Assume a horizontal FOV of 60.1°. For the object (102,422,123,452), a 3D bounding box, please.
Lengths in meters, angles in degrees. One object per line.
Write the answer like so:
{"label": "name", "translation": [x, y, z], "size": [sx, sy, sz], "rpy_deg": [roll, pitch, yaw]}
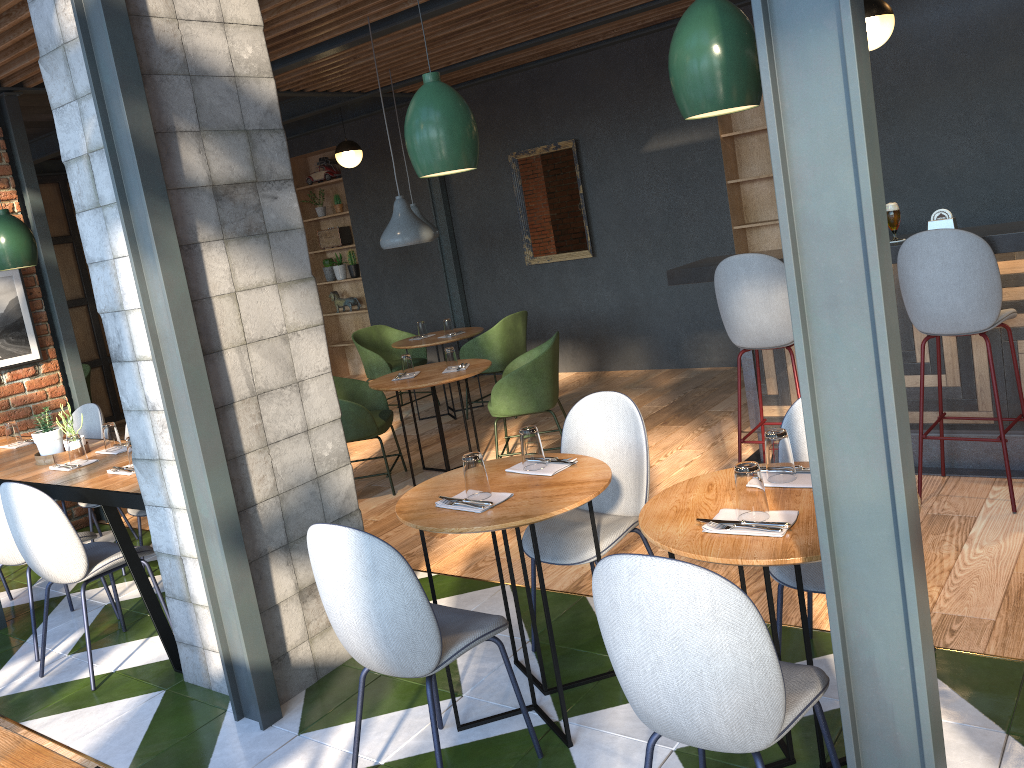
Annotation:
{"label": "object", "translation": [-2.026, 0.266, 4.476], "size": [0.080, 0.137, 0.081], "rpy_deg": [-10, 9, 1]}

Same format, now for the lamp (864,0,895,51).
{"label": "lamp", "translation": [1.570, -3.595, 4.410], "size": [0.268, 3.769, 0.270], "rpy_deg": [-3, 10, 40]}

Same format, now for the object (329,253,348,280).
{"label": "object", "translation": [-2.045, -1.395, 10.479], "size": [0.232, 0.327, 0.215], "rpy_deg": [-1, 12, 43]}

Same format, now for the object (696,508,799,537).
{"label": "object", "translation": [0.581, 0.336, 2.202], "size": [0.242, 0.019, 0.159], "rpy_deg": [-2, 13, 34]}

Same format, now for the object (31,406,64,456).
{"label": "object", "translation": [-2.380, 0.249, 4.538], "size": [0.145, 0.275, 0.147], "rpy_deg": [-7, 9, 19]}

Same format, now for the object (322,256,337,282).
{"label": "object", "translation": [-2.191, -1.384, 10.641], "size": [0.189, 0.293, 0.174], "rpy_deg": [-8, 9, 12]}

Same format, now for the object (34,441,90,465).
{"label": "object", "translation": [-2.308, 0.354, 4.549], "size": [0.253, 0.046, 0.253], "rpy_deg": [-8, 11, 12]}

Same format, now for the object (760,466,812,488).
{"label": "object", "translation": [0.778, 0.253, 2.464], "size": [0.242, 0.019, 0.159], "rpy_deg": [-2, 13, 34]}

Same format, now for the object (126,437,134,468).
{"label": "object", "translation": [-1.688, 0.302, 3.978], "size": [0.080, 0.137, 0.081], "rpy_deg": [-10, 9, 1]}

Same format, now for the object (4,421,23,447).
{"label": "object", "translation": [-2.909, 0.287, 5.160], "size": [0.080, 0.137, 0.081], "rpy_deg": [-8, 9, 11]}

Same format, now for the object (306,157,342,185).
{"label": "object", "translation": [-2.202, -2.493, 10.335], "size": [0.516, 0.283, 0.206], "rpy_deg": [-2, 12, 38]}

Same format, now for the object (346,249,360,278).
{"label": "object", "translation": [-1.856, -1.411, 10.333], "size": [0.144, 0.347, 0.144], "rpy_deg": [-15, 10, -34]}

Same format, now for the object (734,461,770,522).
{"label": "object", "translation": [0.593, 0.266, 2.206], "size": [0.081, 0.137, 0.080], "rpy_deg": [-17, 12, -42]}

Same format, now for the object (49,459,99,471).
{"label": "object", "translation": [-2.131, 0.385, 4.296], "size": [0.242, 0.019, 0.159], "rpy_deg": [-1, 13, 38]}

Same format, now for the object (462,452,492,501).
{"label": "object", "translation": [-0.113, 0.284, 2.748], "size": [0.080, 0.137, 0.081], "rpy_deg": [-7, 9, 16]}

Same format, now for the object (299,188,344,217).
{"label": "object", "translation": [-2.224, -2.136, 10.404], "size": [0.536, 0.327, 0.175], "rpy_deg": [-7, 9, 17]}

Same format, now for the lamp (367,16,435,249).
{"label": "lamp", "translation": [-1.036, -3.065, 5.359], "size": [0.354, 4.461, 0.354], "rpy_deg": [-12, 8, -16]}

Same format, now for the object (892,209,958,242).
{"label": "object", "translation": [2.396, -0.753, 3.762], "size": [1.508, 0.105, 0.324], "rpy_deg": [0, 14, 41]}

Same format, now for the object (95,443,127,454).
{"label": "object", "translation": [-1.985, 0.324, 4.491], "size": [0.242, 0.019, 0.159], "rpy_deg": [-1, 13, 38]}

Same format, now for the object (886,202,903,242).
{"label": "object", "translation": [1.780, -0.758, 4.134], "size": [0.070, 0.177, 0.071], "rpy_deg": [-2, 11, 41]}

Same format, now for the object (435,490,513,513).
{"label": "object", "translation": [-0.126, 0.354, 2.749], "size": [0.242, 0.019, 0.159], "rpy_deg": [0, 14, 42]}

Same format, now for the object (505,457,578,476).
{"label": "object", "translation": [0.107, 0.271, 2.978], "size": [0.242, 0.019, 0.159], "rpy_deg": [0, 14, 42]}

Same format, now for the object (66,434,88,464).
{"label": "object", "translation": [-2.111, 0.315, 4.292], "size": [0.080, 0.137, 0.080], "rpy_deg": [-14, 10, -28]}

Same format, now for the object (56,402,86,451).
{"label": "object", "translation": [-2.256, 0.228, 4.521], "size": [0.127, 0.280, 0.116], "rpy_deg": [-4, 10, 33]}

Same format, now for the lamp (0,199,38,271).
{"label": "lamp", "translation": [-2.669, -1.565, 4.338], "size": [0.223, 2.009, 0.225], "rpy_deg": [-3, 11, 41]}

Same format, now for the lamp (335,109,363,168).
{"label": "lamp", "translation": [-1.905, -3.979, 8.507], "size": [0.268, 3.769, 0.270], "rpy_deg": [-8, 8, 10]}

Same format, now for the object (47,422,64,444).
{"label": "object", "translation": [-2.486, 0.281, 4.810], "size": [0.080, 0.137, 0.081], "rpy_deg": [-8, 9, 11]}

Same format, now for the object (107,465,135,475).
{"label": "object", "translation": [-1.707, 0.372, 3.981], "size": [0.242, 0.019, 0.159], "rpy_deg": [-1, 13, 38]}

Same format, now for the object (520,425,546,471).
{"label": "object", "translation": [0.065, 0.213, 2.966], "size": [0.080, 0.137, 0.081], "rpy_deg": [-9, 9, 6]}

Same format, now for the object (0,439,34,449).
{"label": "object", "translation": [-2.867, 0.345, 5.175], "size": [0.242, 0.019, 0.159], "rpy_deg": [-1, 13, 38]}

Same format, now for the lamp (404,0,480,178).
{"label": "lamp", "translation": [-0.363, -1.624, 2.564], "size": [0.223, 2.009, 0.225], "rpy_deg": [-3, 11, 41]}

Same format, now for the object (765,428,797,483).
{"label": "object", "translation": [0.737, 0.196, 2.448], "size": [0.080, 0.137, 0.080], "rpy_deg": [-12, 9, -12]}

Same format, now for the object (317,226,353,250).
{"label": "object", "translation": [-2.098, -1.735, 10.485], "size": [0.340, 0.239, 0.200], "rpy_deg": [-3, 11, 33]}

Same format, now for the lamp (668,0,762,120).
{"label": "lamp", "translation": [0.343, -1.642, 2.022], "size": [0.223, 2.009, 0.225], "rpy_deg": [-3, 11, 41]}

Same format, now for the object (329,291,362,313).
{"label": "object", "translation": [-1.992, -0.994, 10.564], "size": [0.521, 0.256, 0.152], "rpy_deg": [-2, 12, 37]}

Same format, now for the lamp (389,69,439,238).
{"label": "lamp", "translation": [-1.160, -3.397, 7.233], "size": [0.354, 4.461, 0.354], "rpy_deg": [-12, 8, -16]}
